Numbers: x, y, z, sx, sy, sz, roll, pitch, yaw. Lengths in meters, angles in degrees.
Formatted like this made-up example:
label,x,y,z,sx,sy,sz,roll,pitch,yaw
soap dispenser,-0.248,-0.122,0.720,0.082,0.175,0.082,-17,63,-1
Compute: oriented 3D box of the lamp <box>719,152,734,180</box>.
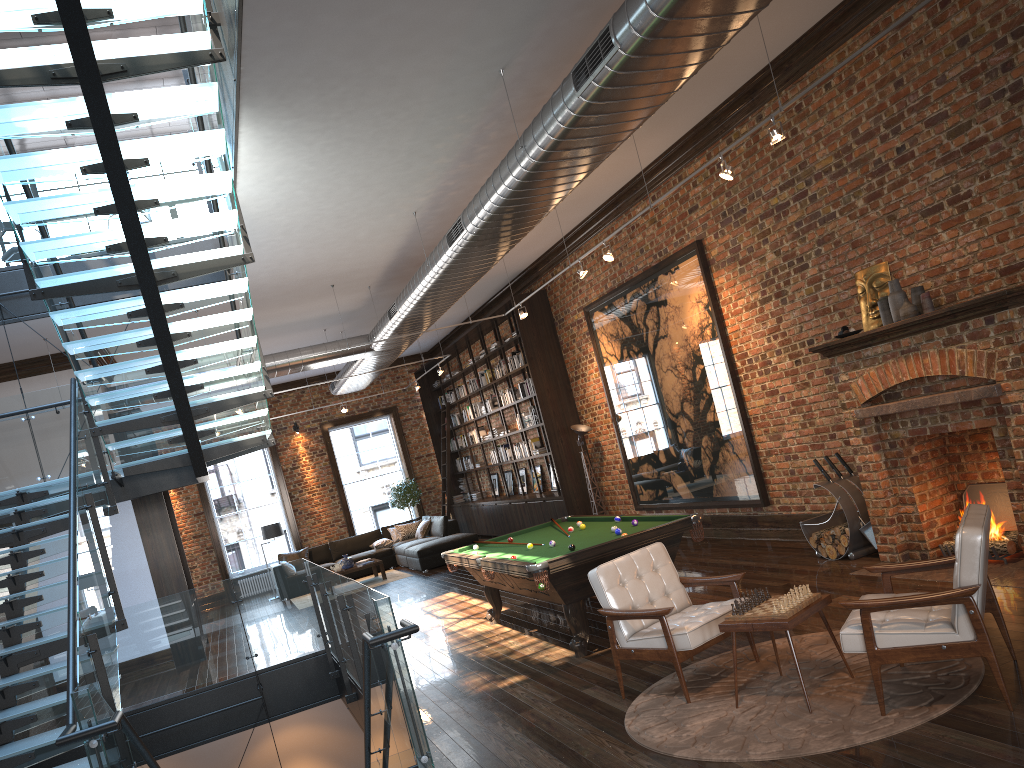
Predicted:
label,x,y,z,sx,sy,sz,roll,pitch,yaw
lamp,1.679,-1.719,7.018,0.113,0.230,0.115,-15,0,-45

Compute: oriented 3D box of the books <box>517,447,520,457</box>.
label,x,y,z,sx,sy,sz,roll,pitch,yaw
books,0.203,1.261,16.504,0.173,0.217,0.027,-14,1,-18

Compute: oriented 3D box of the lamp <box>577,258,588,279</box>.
label,x,y,z,sx,sy,sz,roll,pitch,yaw
lamp,0.774,-1.282,9.810,0.113,0.230,0.115,-15,0,-40

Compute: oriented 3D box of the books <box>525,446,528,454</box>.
label,x,y,z,sx,sy,sz,roll,pitch,yaw
books,0.347,1.199,16.078,0.166,0.204,0.028,-14,1,-19

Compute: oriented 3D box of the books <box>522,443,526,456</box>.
label,x,y,z,sx,sy,sz,roll,pitch,yaw
books,0.303,1.190,16.209,0.180,0.262,0.012,-14,1,-18

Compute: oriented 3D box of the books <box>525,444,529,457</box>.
label,x,y,z,sx,sy,sz,roll,pitch,yaw
books,0.351,1.181,16.052,0.173,0.235,0.027,-14,1,-18

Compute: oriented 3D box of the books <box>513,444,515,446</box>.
label,x,y,z,sx,sy,sz,roll,pitch,yaw
books,0.134,1.262,16.757,0.158,0.285,0.014,-15,1,-18

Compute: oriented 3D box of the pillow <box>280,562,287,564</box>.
label,x,y,z,sx,sy,sz,roll,pitch,yaw
pillow,-4.382,3.604,17.368,0.242,0.305,0.578,-14,-3,-19

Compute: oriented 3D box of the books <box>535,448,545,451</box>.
label,x,y,z,sx,sy,sz,roll,pitch,yaw
books,0.485,1.148,15.533,0.159,0.012,0.341,-14,-4,-16

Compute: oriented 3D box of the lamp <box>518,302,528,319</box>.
label,x,y,z,sx,sy,sz,roll,pitch,yaw
lamp,0.136,-0.974,11.770,0.113,0.230,0.114,-15,0,-5

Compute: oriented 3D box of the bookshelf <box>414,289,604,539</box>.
label,x,y,z,sx,sy,sz,roll,pitch,yaw
bookshelf,-0.377,1.062,17.370,0.596,3.997,7.468,-15,-3,-19

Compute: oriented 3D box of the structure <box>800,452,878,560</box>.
label,x,y,z,sx,sy,sz,roll,pitch,yaw
structure,3.048,1.084,8.030,0.534,0.919,0.934,-15,-2,-19

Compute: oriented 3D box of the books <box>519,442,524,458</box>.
label,x,y,z,sx,sy,sz,roll,pitch,yaw
books,0.249,1.201,16.376,0.151,0.292,0.031,-15,1,-19

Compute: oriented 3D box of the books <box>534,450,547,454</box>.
label,x,y,z,sx,sy,sz,roll,pitch,yaw
books,0.497,1.195,15.533,0.160,0.012,0.305,-14,-4,-14

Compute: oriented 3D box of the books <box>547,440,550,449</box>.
label,x,y,z,sx,sy,sz,roll,pitch,yaw
books,0.691,1.021,14.969,0.186,0.221,0.029,-14,1,-18

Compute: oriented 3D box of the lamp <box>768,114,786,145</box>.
label,x,y,z,sx,sy,sz,roll,pitch,yaw
lamp,1.889,-1.830,6.364,0.118,0.213,0.116,-15,0,23

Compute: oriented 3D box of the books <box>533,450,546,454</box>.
label,x,y,z,sx,sy,sz,roll,pitch,yaw
books,0.492,1.184,15.533,0.158,0.012,0.340,-13,-4,-17

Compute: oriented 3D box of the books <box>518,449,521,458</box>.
label,x,y,z,sx,sy,sz,roll,pitch,yaw
books,0.212,1.274,16.474,0.173,0.184,0.034,-14,0,-19

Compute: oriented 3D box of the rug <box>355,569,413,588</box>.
label,x,y,z,sx,sy,sz,roll,pitch,yaw
rug,-2.963,3.717,16.167,2.008,0.003,2.131,-13,-4,-19

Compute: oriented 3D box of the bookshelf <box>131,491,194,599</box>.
label,x,y,z,sx,sy,sz,roll,pitch,yaw
bookshelf,-5.017,2.195,12.717,0.398,3.517,1.795,-15,0,-19

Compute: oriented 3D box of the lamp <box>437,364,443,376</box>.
label,x,y,z,sx,sy,sz,roll,pitch,yaw
lamp,-1.315,-0.275,16.216,0.112,0.230,0.115,-15,0,-43

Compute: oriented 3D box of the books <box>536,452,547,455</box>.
label,x,y,z,sx,sy,sz,roll,pitch,yaw
books,0.501,1.219,15.533,0.158,0.012,0.340,-13,-4,-17

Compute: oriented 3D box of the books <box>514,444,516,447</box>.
label,x,y,z,sx,sy,sz,roll,pitch,yaw
books,0.141,1.262,16.709,0.145,0.276,0.013,-15,1,-18

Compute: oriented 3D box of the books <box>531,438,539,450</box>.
label,x,y,z,sx,sy,sz,roll,pitch,yaw
books,0.438,1.115,15.822,0.158,0.285,0.014,-15,1,-18

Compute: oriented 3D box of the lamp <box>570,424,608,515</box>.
label,x,y,z,sx,sy,sz,roll,pitch,yaw
lamp,1.237,1.476,13.319,0.423,1.827,0.508,-15,0,-14

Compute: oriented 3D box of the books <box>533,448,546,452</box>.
label,x,y,z,sx,sy,sz,roll,pitch,yaw
books,0.480,1.162,15.531,0.160,0.012,0.301,-13,-4,-19

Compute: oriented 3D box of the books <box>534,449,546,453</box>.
label,x,y,z,sx,sy,sz,roll,pitch,yaw
books,0.493,1.171,15.534,0.160,0.012,0.305,-14,-4,-15

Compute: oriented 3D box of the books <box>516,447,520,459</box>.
label,x,y,z,sx,sy,sz,roll,pitch,yaw
books,0.184,1.256,16.572,0.178,0.246,0.032,-14,1,-19

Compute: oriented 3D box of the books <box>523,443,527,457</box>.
label,x,y,z,sx,sy,sz,roll,pitch,yaw
books,0.303,1.187,16.185,0.160,0.265,0.033,-14,1,-19

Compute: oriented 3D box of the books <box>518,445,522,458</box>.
label,x,y,z,sx,sy,sz,roll,pitch,yaw
books,0.222,1.241,16.444,0.164,0.238,0.034,-14,1,-19

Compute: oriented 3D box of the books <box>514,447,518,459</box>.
label,x,y,z,sx,sy,sz,roll,pitch,yaw
books,0.144,1.281,16.684,0.166,0.234,0.032,-14,1,-19

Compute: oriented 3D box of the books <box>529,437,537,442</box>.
label,x,y,z,sx,sy,sz,roll,pitch,yaw
books,0.416,1.117,15.881,0.148,0.301,0.013,-15,1,-18

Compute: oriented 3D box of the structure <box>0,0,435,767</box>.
label,x,y,z,sx,sy,sz,roll,pitch,yaw
structure,-3.006,1.215,6.513,3.552,14.495,7.093,-15,0,-19

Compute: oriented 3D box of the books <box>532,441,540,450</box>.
label,x,y,z,sx,sy,sz,roll,pitch,yaw
books,0.452,1.139,15.800,0.140,0.229,0.032,-14,1,-19

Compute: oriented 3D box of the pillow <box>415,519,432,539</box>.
label,x,y,z,sx,sy,sz,roll,pitch,yaw
pillow,-1.795,2.945,17.946,0.312,0.355,0.634,-14,-3,-20

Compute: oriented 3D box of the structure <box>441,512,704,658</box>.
label,x,y,z,sx,sy,sz,roll,pitch,yaw
structure,0.495,1.808,8.230,1.542,0.851,2.981,-14,-4,-19

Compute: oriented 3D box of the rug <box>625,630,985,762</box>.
label,x,y,z,sx,sy,sz,roll,pitch,yaw
rug,1.601,1.718,5.050,1.958,0.015,1.985,-13,-4,-17

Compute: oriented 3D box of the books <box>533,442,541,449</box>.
label,x,y,z,sx,sy,sz,roll,pitch,yaw
books,0.467,1.142,15.769,0.135,0.210,0.036,-14,1,-19

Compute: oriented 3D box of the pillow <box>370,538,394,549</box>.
label,x,y,z,sx,sy,sz,roll,pitch,yaw
pillow,-2.659,3.274,18.104,0.406,0.204,0.616,-14,-4,-21

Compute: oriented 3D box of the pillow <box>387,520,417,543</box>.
label,x,y,z,sx,sy,sz,roll,pitch,yaw
pillow,-2.219,3.087,18.483,0.699,0.338,0.272,-14,-1,-18

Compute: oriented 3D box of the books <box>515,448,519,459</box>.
label,x,y,z,sx,sy,sz,roll,pitch,yaw
books,0.167,1.286,16.660,0.169,0.208,0.028,-14,1,-19

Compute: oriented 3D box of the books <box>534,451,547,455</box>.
label,x,y,z,sx,sy,sz,roll,pitch,yaw
books,0.503,1.206,15.534,0.159,0.012,0.341,-14,-4,-15

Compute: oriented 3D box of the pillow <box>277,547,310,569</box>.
label,x,y,z,sx,sy,sz,roll,pitch,yaw
pillow,-4.361,3.551,17.790,0.696,0.440,0.307,-14,-1,-18

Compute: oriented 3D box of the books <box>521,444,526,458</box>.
label,x,y,z,sx,sy,sz,roll,pitch,yaw
books,0.283,1.207,16.255,0.190,0.245,0.031,-14,1,-18

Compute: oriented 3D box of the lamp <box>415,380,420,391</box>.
label,x,y,z,sx,sy,sz,roll,pitch,yaw
lamp,-1.933,0.024,18.120,0.114,0.230,0.113,-15,0,20

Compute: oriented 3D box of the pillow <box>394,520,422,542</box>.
label,x,y,z,sx,sy,sz,roll,pitch,yaw
pillow,-2.102,3.019,18.335,0.608,0.361,0.290,-14,-1,-15

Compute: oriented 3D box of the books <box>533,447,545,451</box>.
label,x,y,z,sx,sy,sz,roll,pitch,yaw
books,0.476,1.138,15.531,0.160,0.012,0.307,-14,-4,-12

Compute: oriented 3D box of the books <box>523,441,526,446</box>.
label,x,y,z,sx,sy,sz,roll,pitch,yaw
books,0.318,1.164,16.141,0.176,0.297,0.014,-15,1,-18

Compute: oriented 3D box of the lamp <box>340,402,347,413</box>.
label,x,y,z,sx,sy,sz,roll,pitch,yaw
lamp,-3.553,0.489,18.684,0.115,0.230,0.112,-15,0,40

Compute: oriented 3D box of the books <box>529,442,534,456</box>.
label,x,y,z,sx,sy,sz,roll,pitch,yaw
books,0.407,1.145,15.848,0.175,0.246,0.039,-14,1,-19

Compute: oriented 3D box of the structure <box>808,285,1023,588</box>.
label,x,y,z,sx,sy,sz,roll,pitch,yaw
structure,3.240,0.431,6.626,0.881,1.906,2.014,-15,-2,-19

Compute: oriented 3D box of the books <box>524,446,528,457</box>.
label,x,y,z,sx,sy,sz,roll,pitch,yaw
books,0.334,1.204,16.120,0.182,0.207,0.029,-14,0,-18

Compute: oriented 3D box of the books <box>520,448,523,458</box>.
label,x,y,z,sx,sy,sz,roll,pitch,yaw
books,0.240,1.254,16.400,0.164,0.196,0.027,-14,1,-19

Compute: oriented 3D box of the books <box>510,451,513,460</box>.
label,x,y,z,sx,sy,sz,roll,pitch,yaw
books,0.047,1.354,17.043,0.148,0.182,0.026,-14,1,-19

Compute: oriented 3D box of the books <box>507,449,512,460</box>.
label,x,y,z,sx,sy,sz,roll,pitch,yaw
books,0.022,1.344,17.066,0.189,0.218,0.033,-14,0,-19

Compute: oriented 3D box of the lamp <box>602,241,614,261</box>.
label,x,y,z,sx,sy,sz,roll,pitch,yaw
lamp,0.981,-1.381,9.179,0.114,0.230,0.113,-15,0,10
